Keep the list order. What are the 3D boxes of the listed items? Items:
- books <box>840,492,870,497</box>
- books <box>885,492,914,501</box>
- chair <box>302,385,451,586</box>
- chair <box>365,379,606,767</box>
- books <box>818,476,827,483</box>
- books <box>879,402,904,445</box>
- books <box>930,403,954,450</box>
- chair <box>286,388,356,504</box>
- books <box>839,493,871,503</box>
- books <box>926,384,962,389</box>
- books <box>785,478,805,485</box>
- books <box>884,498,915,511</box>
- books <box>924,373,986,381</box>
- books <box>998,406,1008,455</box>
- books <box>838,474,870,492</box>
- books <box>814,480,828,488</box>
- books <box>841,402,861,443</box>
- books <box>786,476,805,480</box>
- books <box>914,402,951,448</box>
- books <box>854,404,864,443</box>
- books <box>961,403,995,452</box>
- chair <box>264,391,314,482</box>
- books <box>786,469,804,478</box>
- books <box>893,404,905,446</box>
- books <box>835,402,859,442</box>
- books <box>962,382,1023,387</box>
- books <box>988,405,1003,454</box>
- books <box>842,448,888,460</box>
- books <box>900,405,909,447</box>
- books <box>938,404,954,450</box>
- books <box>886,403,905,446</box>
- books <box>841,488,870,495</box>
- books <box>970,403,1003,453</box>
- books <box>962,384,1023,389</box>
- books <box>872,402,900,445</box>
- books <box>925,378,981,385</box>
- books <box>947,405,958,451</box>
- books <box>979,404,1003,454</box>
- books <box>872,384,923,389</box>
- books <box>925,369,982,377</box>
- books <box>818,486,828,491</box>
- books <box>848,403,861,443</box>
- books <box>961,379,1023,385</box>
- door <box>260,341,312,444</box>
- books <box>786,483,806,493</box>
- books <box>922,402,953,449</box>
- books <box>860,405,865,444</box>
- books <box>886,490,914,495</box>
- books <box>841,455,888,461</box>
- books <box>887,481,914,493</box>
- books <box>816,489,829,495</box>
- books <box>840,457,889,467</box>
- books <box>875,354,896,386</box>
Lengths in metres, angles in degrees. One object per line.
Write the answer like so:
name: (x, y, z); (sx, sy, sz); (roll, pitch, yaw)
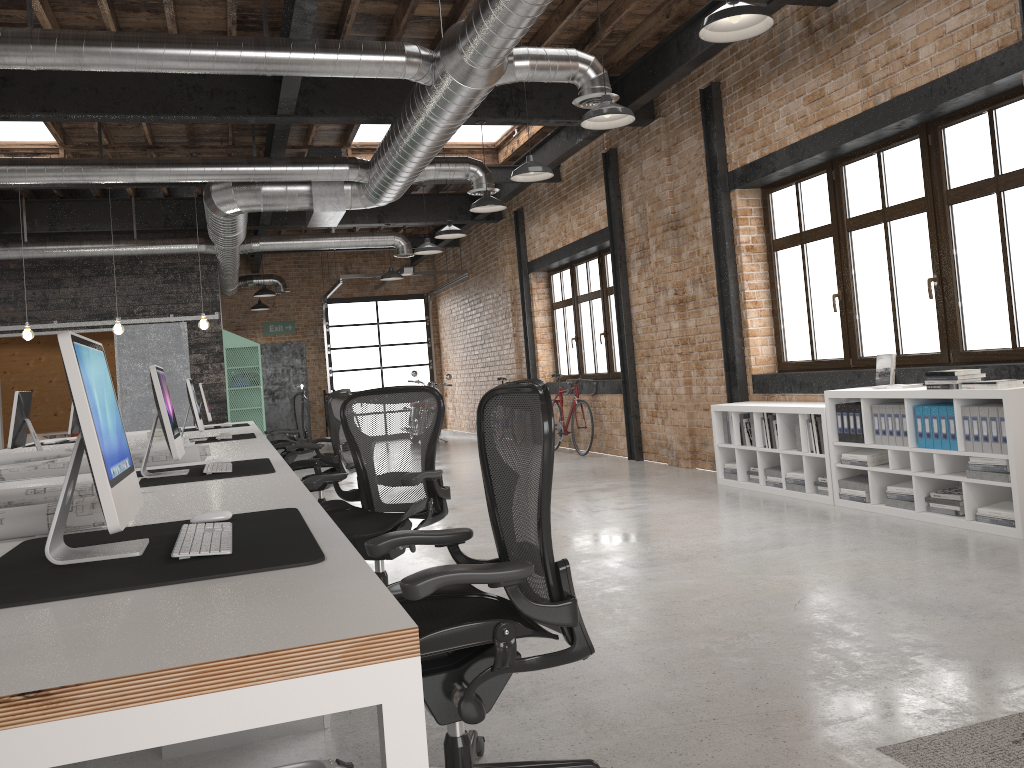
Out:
books: (2.412, 0.732, 6.043); (0.219, 0.034, 0.259); (-5, 1, -17)
books: (2.555, 0.696, 5.636); (0.207, 0.067, 0.275); (-5, 1, -17)
chair: (-0.614, 0.561, 4.192); (0.770, 1.087, 0.792); (-5, -1, 6)
chair: (-0.144, 0.549, 2.191); (0.793, 1.087, 0.768); (-4, -1, -34)
books: (2.350, 0.673, 6.342); (0.199, 0.055, 0.239); (-5, 1, -17)
books: (2.514, 0.256, 5.769); (0.232, 0.261, 0.062); (-4, -2, -18)
books: (2.640, 0.251, 5.326); (0.232, 0.261, 0.062); (-4, -2, -18)
chair: (-1.554, 0.599, 7.117); (0.793, 1.087, 0.769); (-4, -1, -9)
books: (2.409, 0.758, 6.049); (0.207, 0.061, 0.274); (-5, 1, -17)
books: (2.639, 0.009, 5.272); (0.191, 0.032, 0.258); (-5, 1, -16)
books: (2.217, 0.711, 6.642); (0.207, 0.067, 0.275); (-5, 1, -17)
books: (2.563, 0.747, 5.643); (0.217, 0.072, 0.289); (-5, 1, -18)
books: (2.637, -0.041, 5.274); (0.212, 0.023, 0.258); (-5, 1, -18)
books: (2.789, 0.246, 4.855); (0.232, 0.261, 0.062); (-4, -2, -18)
books: (2.406, 0.678, 6.059); (0.217, 0.078, 0.290); (-5, 1, -18)
books: (2.350, 0.706, 6.365); (0.222, 0.055, 0.281); (-5, 1, -17)
books: (2.399, 0.261, 6.111); (0.232, 0.261, 0.062); (-4, -2, -18)
books: (2.220, 0.684, 6.636); (0.219, 0.039, 0.260); (-5, 1, -17)
books: (2.601, 0.253, 5.448); (0.232, 0.261, 0.062); (-4, -2, -18)
books: (2.438, 0.259, 5.988); (0.232, 0.261, 0.062); (-4, -2, -18)
books: (2.711, 0.249, 5.101); (0.232, 0.261, 0.062); (-4, -2, -18)
chair: (-2.506, 0.643, 9.730); (0.793, 1.087, 0.768); (-4, -2, -39)
books: (2.219, 0.666, 6.633); (0.214, 0.052, 0.251); (-5, 1, -17)
books: (2.553, 0.254, 5.646); (0.232, 0.261, 0.062); (-4, -2, -18)
books: (2.380, 0.262, 6.172); (0.232, 0.261, 0.062); (-4, -2, -18)
books: (2.717, 0.002, 5.015); (0.187, 0.014, 0.247); (-5, 1, -19)
books: (2.769, 0.246, 4.918); (0.232, 0.261, 0.062); (-4, -2, -18)
books: (2.406, 0.473, 6.003); (0.214, 0.046, 0.251); (-5, 1, -17)
books: (2.572, 0.254, 5.584); (0.232, 0.261, 0.062); (-4, -2, -18)
books: (2.660, 0.251, 5.264); (0.232, 0.261, 0.062); (-4, -2, -18)
books: (2.533, 0.255, 5.708); (0.232, 0.261, 0.062); (-4, -2, -18)
books: (2.411, 0.714, 6.039); (0.214, 0.046, 0.251); (-5, 1, -17)
books: (2.730, 0.248, 5.041); (0.232, 0.261, 0.062); (-4, -2, -18)
books: (2.718, 0.016, 5.010); (0.187, 0.014, 0.252); (-5, 1, -18)
books: (2.494, 0.257, 5.830); (0.232, 0.261, 0.062); (-4, -2, -18)
books: (2.628, -0.018, 5.279); (0.191, 0.023, 0.241); (-5, 1, -20)
books: (2.679, 0.250, 5.202); (0.232, 0.261, 0.062); (-4, -2, -18)
books: (2.750, 0.247, 4.979); (0.232, 0.261, 0.062); (-4, -2, -18)
books: (2.520, 0.017, 5.786); (0.174, 0.021, 0.272); (-5, 1, -18)
books: (2.629, -0.066, 5.283); (0.191, 0.028, 0.239); (-5, 1, -16)
books: (2.332, 0.736, 6.345); (0.164, 0.047, 0.238); (-5, 1, -17)
books: (2.418, 0.260, 6.050); (0.232, 0.261, 0.062); (-4, -2, -18)
books: (2.723, -0.012, 5.015); (0.202, 0.012, 0.251); (-5, 1, -16)
door: (-4.711, 0.201, 18.260); (0.999, 2.103, 0.217); (-4, -2, -18)
books: (2.225, 0.761, 6.649); (0.217, 0.072, 0.289); (-5, 1, -18)
books: (2.621, 0.252, 5.388); (0.232, 0.261, 0.062); (-4, -2, -18)
books: (2.457, 0.258, 5.927); (0.232, 0.261, 0.062); (-4, -2, -18)
books: (2.558, 0.670, 5.631); (0.219, 0.039, 0.260); (-5, 1, -17)
books: (2.407, 0.491, 6.006); (0.219, 0.034, 0.259); (-5, 1, -17)
books: (2.557, 0.651, 5.627); (0.214, 0.052, 0.251); (-5, 1, -17)
books: (2.338, 0.764, 6.359); (0.184, 0.050, 0.261); (-5, 1, -17)
books: (2.403, 0.518, 6.012); (0.207, 0.061, 0.274); (-5, 1, -17)
books: (2.599, -0.096, 6.164); (0.065, 0.224, 0.160); (-4, -1, -18)
